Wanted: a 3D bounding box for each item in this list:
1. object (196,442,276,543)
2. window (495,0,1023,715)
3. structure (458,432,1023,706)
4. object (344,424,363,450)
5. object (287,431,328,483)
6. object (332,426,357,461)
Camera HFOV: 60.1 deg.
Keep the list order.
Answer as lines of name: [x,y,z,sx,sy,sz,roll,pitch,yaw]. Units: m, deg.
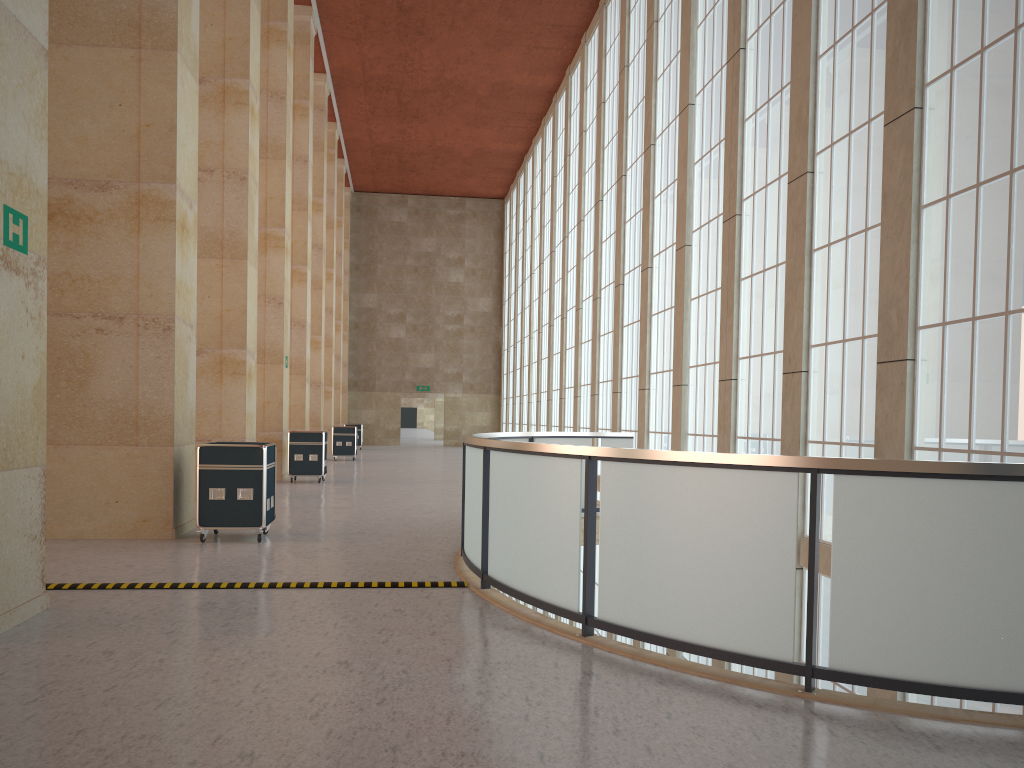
object: [-4.424,1.718,14.257,1.055,1.544,1.272,1,0,-7]
window: [-2.527,1.879,76.864,0.010,28.667,164.860,1,-2,-7]
structure: [1.967,1.628,11.501,5.246,1.797,13.073,2,-2,-18]
object: [-9.470,3.152,52.935,1.055,1.544,1.272,1,0,-7]
object: [-6.121,2.172,26.558,1.055,1.544,1.272,1,0,-7]
object: [-7.550,2.676,39.982,1.055,1.544,1.272,1,0,-7]
